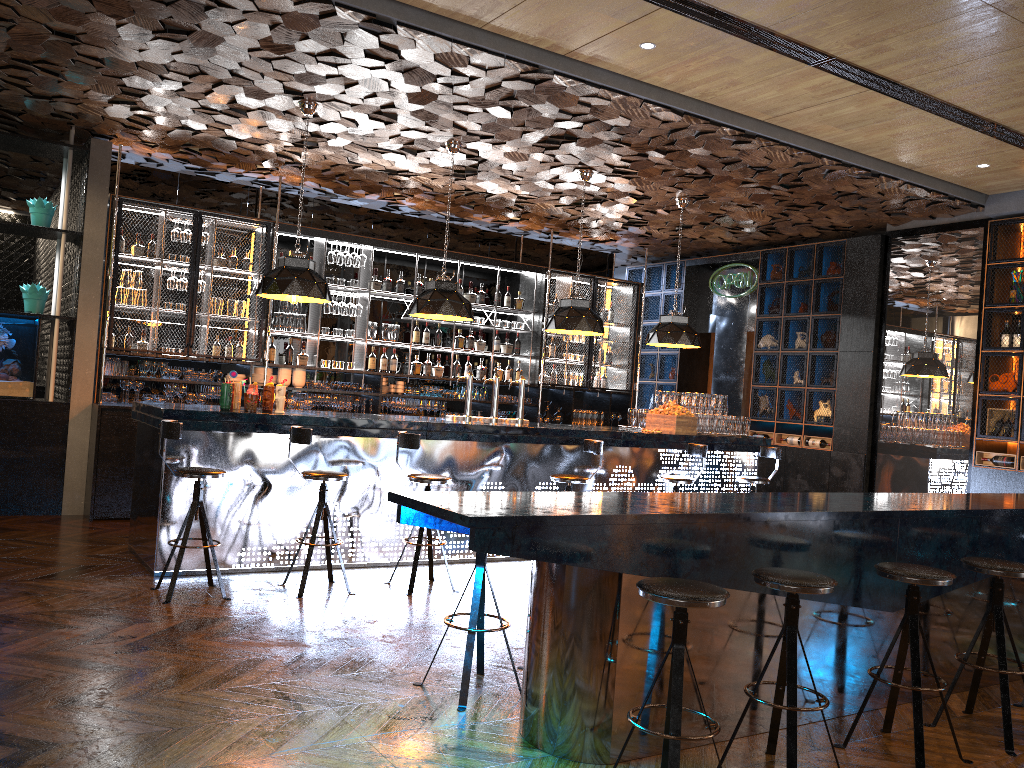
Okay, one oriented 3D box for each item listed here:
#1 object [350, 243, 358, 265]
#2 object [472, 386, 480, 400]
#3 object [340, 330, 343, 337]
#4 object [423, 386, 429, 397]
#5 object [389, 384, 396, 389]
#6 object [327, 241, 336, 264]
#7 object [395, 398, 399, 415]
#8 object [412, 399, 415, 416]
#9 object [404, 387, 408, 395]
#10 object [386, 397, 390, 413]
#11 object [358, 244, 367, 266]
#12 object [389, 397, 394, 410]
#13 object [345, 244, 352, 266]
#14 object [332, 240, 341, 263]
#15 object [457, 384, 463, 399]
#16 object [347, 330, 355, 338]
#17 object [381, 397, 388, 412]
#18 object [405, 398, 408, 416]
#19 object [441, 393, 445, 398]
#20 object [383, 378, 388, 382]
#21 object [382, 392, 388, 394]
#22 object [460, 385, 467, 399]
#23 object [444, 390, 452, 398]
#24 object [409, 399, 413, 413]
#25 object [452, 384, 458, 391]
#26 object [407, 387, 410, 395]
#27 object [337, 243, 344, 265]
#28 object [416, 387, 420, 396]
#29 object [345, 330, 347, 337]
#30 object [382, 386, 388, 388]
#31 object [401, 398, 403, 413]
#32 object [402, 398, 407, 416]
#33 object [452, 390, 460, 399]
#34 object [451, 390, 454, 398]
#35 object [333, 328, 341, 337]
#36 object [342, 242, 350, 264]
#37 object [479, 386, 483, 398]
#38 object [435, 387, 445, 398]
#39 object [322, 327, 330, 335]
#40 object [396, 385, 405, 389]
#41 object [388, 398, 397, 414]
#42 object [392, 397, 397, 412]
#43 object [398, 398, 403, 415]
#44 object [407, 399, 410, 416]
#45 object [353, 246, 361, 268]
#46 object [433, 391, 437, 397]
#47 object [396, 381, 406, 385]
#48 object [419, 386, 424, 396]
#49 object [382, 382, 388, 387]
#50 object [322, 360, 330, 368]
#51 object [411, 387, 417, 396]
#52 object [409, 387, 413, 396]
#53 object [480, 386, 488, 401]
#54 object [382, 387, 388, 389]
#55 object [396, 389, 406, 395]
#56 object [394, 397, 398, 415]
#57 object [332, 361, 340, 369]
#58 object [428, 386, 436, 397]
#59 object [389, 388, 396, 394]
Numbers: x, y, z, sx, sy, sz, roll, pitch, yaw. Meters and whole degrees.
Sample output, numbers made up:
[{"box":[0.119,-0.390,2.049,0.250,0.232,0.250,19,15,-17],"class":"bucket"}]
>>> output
[{"box":[-1.790,-1.475,10.064,0.092,0.244,0.092,4,-1,18],"class":"object"},{"box":[-0.442,0.108,10.788,0.101,0.172,0.115,4,-1,42],"class":"object"},{"box":[-1.984,-0.578,10.165,0.089,0.092,0.089,4,-1,-1],"class":"object"},{"box":[-1.019,0.087,10.639,0.100,0.125,0.100,4,-1,15],"class":"object"},{"box":[-1.395,0.040,10.412,0.105,0.069,0.094,4,-1,35],"class":"object"},{"box":[-2.055,-1.494,10.091,0.092,0.244,0.092,4,-1,18],"class":"object"},{"box":[-1.345,0.277,10.388,0.058,0.234,0.058,4,-1,-10],"class":"object"},{"box":[-1.159,0.293,10.471,0.049,0.231,0.049,5,-1,-28],"class":"object"},{"box":[-1.252,0.083,10.581,0.058,0.099,0.067,4,-1,18],"class":"object"},{"box":[-1.454,0.272,10.377,0.108,0.227,0.108,4,-1,22],"class":"object"},{"box":[-1.703,-1.468,10.119,0.092,0.244,0.092,4,-1,18],"class":"object"},{"box":[-1.429,0.272,10.520,0.058,0.234,0.058,5,-1,-30],"class":"object"},{"box":[-1.879,-1.480,10.203,0.092,0.244,0.092,4,-1,18],"class":"object"},{"box":[-1.966,-1.490,9.952,0.092,0.244,0.092,4,-1,18],"class":"object"},{"box":[-0.636,0.094,10.819,0.115,0.172,0.101,4,-1,-23],"class":"object"},{"box":[-1.830,-0.568,10.058,0.089,0.092,0.089,4,-1,42],"class":"object"},{"box":[-1.490,0.267,10.213,0.108,0.227,0.108,5,-1,-41],"class":"object"},{"box":[-1.250,0.286,10.488,0.049,0.231,0.049,4,-1,4],"class":"object"},{"box":[-0.820,0.117,10.714,0.098,0.097,0.098,4,-1,5],"class":"object"},{"box":[-1.497,-0.041,10.254,0.094,0.069,0.106,5,-1,-26],"class":"object"},{"box":[-1.501,0.100,10.259,0.149,0.022,0.149,4,-1,26],"class":"object"},{"box":[-0.568,0.098,10.720,0.115,0.172,0.101,4,-1,-3],"class":"object"},{"box":[-0.768,0.119,10.627,0.098,0.097,0.098,4,-1,37],"class":"object"},{"box":[-1.189,0.289,10.375,0.049,0.231,0.049,4,-1,-21],"class":"object"},{"box":[-0.696,0.091,10.926,0.101,0.172,0.115,4,-1,42],"class":"object"},{"box":[-1.214,0.085,10.524,0.058,0.099,0.067,5,-1,-30],"class":"object"},{"box":[-1.962,-1.487,10.150,0.092,0.244,0.092,4,-1,18],"class":"object"},{"box":[-1.112,0.091,10.440,0.067,0.099,0.058,4,-1,3],"class":"object"},{"box":[-1.887,-0.570,10.235,0.089,0.092,0.089,4,-1,42],"class":"object"},{"box":[-1.497,0.035,10.258,0.149,0.026,0.148,4,-1,-26],"class":"object"},{"box":[-1.300,0.281,10.439,0.058,0.234,0.058,4,-1,1],"class":"object"},{"box":[-1.258,0.283,10.353,0.058,0.234,0.058,5,-1,-29],"class":"object"},{"box":[-0.678,0.127,10.678,0.098,0.097,0.098,4,-1,2],"class":"object"},{"box":[-0.738,0.123,10.767,0.098,0.097,0.098,4,-1,-8],"class":"object"},{"box":[-1.983,-0.579,10.033,0.089,0.092,0.089,4,-1,36],"class":"object"},{"box":[-1.874,-1.482,10.011,0.092,0.244,0.092,4,-1,18],"class":"object"},{"box":[-0.392,0.113,10.968,0.101,0.172,0.115,4,-1,42],"class":"object"},{"box":[-0.862,0.097,10.596,0.108,0.126,0.108,4,-1,2],"class":"object"},{"box":[-2.104,-0.588,10.008,0.089,0.092,0.089,4,-1,36],"class":"object"},{"box":[-1.310,0.046,10.364,0.094,0.069,0.106,4,-1,9],"class":"object"},{"box":[-1.393,0.275,10.275,0.108,0.227,0.108,4,-1,28],"class":"object"},{"box":[-1.384,0.275,10.449,0.058,0.234,0.058,4,-1,33],"class":"object"},{"box":[-1.301,0.279,10.315,0.058,0.234,0.058,4,-1,10],"class":"object"},{"box":[-1.224,0.287,10.432,0.049,0.231,0.049,4,-1,-24],"class":"object"},{"box":[-1.791,-1.473,10.258,0.092,0.244,0.092,4,-1,18],"class":"object"},{"box":[-0.922,0.094,10.695,0.108,0.126,0.108,5,-1,-38],"class":"object"},{"box":[-1.303,0.001,10.354,0.094,0.068,0.106,5,-1,-32],"class":"object"},{"box":[-1.084,0.084,10.738,0.100,0.125,0.100,4,-1,-19],"class":"object"},{"box":[-1.491,0.004,10.259,0.107,0.070,0.094,4,-1,-2],"class":"object"},{"box":[-2.093,-0.221,9.949,0.089,0.092,0.089,4,-1,29],"class":"object"},{"box":[-1.143,0.088,10.374,0.058,0.099,0.067,4,-1,13],"class":"object"},{"box":[-1.181,0.086,10.431,0.058,0.099,0.067,4,-1,27],"class":"object"},{"box":[-0.335,0.116,10.866,0.101,0.172,0.115,4,-1,-3],"class":"object"},{"box":[-1.497,0.046,10.259,0.149,0.025,0.149,4,-1,20],"class":"object"},{"box":[-1.309,0.091,10.362,0.106,0.067,0.094,5,-1,-44],"class":"object"},{"box":[-1.393,0.276,10.580,0.058,0.234,0.058,4,-1,11],"class":"object"},{"box":[-1.986,-0.212,10.002,0.089,0.092,0.089,4,-1,21],"class":"object"},{"box":[-0.954,0.091,10.535,0.100,0.125,0.100,4,-1,7],"class":"object"},{"box":[-1.406,0.085,10.410,0.094,0.067,0.106,4,-1,20],"class":"object"}]
